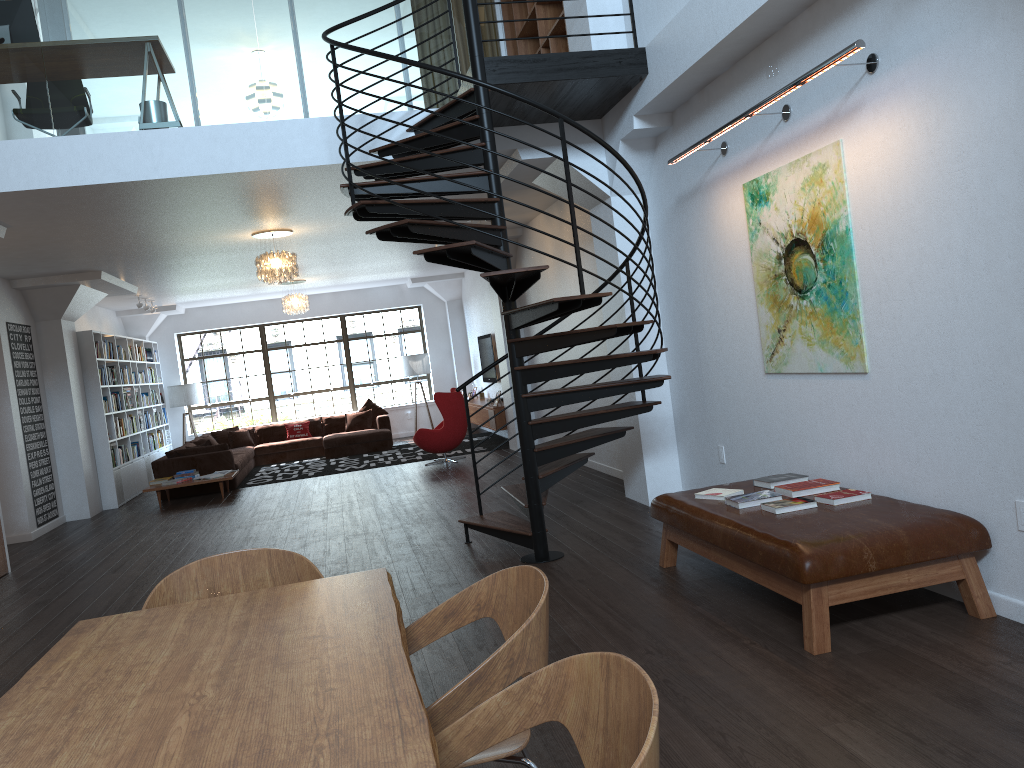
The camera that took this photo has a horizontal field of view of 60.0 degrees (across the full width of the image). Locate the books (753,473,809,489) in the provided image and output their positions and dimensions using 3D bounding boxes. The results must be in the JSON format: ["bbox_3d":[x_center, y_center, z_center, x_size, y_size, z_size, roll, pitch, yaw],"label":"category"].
[{"bbox_3d":[1.546,0.557,5.095,0.254,0.044,0.183,-8,2,-17],"label":"books"}]

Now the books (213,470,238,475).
[{"bbox_3d":[-3.908,1.193,12.024,0.256,0.035,0.350,-7,2,14],"label":"books"}]

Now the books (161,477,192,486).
[{"bbox_3d":[-4.382,1.272,11.587,0.236,0.035,0.340,-7,2,14],"label":"books"}]

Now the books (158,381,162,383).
[{"bbox_3d":[-6.503,-0.022,16.024,0.284,0.035,0.197,-7,2,19],"label":"books"}]

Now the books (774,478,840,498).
[{"bbox_3d":[1.591,0.561,4.778,0.283,0.043,0.197,-8,2,-12],"label":"books"}]

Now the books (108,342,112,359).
[{"bbox_3d":[-5.860,-0.465,12.745,0.182,0.253,0.098,-8,2,-11],"label":"books"}]

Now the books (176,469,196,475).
[{"bbox_3d":[-4.403,1.190,11.994,0.224,0.027,0.157,-8,2,-6],"label":"books"}]

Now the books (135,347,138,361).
[{"bbox_3d":[-6.241,-0.481,14.543,0.171,0.246,0.057,-8,2,-11],"label":"books"}]

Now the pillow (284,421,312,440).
[{"bbox_3d":[-3.867,0.847,16.041,0.465,0.308,0.220,-8,2,-15],"label":"pillow"}]

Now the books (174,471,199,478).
[{"bbox_3d":[-4.404,1.222,11.996,0.279,0.035,0.191,-7,2,-1],"label":"books"}]

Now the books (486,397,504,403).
[{"bbox_3d":[-0.255,0.265,14.384,0.250,0.053,0.400,-8,2,-11],"label":"books"}]

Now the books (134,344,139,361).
[{"bbox_3d":[-6.263,-0.504,14.623,0.176,0.290,0.053,-8,2,-11],"label":"books"}]

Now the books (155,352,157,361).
[{"bbox_3d":[-6.547,-0.473,16.157,0.139,0.191,0.036,-8,2,-11],"label":"books"}]

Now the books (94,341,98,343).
[{"bbox_3d":[-5.753,-0.458,12.161,0.159,0.248,0.089,-8,2,-11],"label":"books"}]

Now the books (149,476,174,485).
[{"bbox_3d":[-4.691,1.296,11.874,0.241,0.045,0.334,-8,2,-10],"label":"books"}]

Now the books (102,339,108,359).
[{"bbox_3d":[-5.842,-0.482,12.579,0.176,0.293,0.125,-8,2,-11],"label":"books"}]

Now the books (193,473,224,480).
[{"bbox_3d":[-3.990,1.216,11.656,0.342,0.040,0.231,-6,2,29],"label":"books"}]

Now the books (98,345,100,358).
[{"bbox_3d":[-5.737,-0.446,12.133,0.161,0.222,0.084,-8,2,-11],"label":"books"}]

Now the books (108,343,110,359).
[{"bbox_3d":[-5.856,-0.463,12.712,0.159,0.248,0.089,-8,2,-11],"label":"books"}]

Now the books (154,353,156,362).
[{"bbox_3d":[-6.522,-0.466,16.044,0.128,0.178,0.021,-8,2,-11],"label":"books"}]

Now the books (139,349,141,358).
[{"bbox_3d":[-6.293,-0.476,14.794,0.168,0.231,0.037,-8,2,-11],"label":"books"}]

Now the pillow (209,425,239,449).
[{"bbox_3d":[-5.029,0.975,15.760,0.580,0.418,0.334,-9,3,-38],"label":"pillow"}]

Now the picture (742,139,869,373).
[{"bbox_3d":[1.643,-0.658,5.074,0.010,1.200,1.095,-8,2,-11],"label":"picture"}]

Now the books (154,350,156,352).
[{"bbox_3d":[-6.563,-0.493,16.195,0.140,0.231,0.042,-8,2,-11],"label":"books"}]

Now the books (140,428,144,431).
[{"bbox_3d":[-6.020,0.743,14.156,0.246,0.038,0.171,-8,2,-11],"label":"books"}]

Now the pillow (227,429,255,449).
[{"bbox_3d":[-4.822,0.969,15.703,0.489,0.337,0.238,-9,3,-42],"label":"pillow"}]

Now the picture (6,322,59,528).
[{"bbox_3d":[-5.671,0.467,10.521,0.021,2.380,0.800,-8,2,-11],"label":"picture"}]

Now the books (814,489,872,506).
[{"bbox_3d":[1.660,0.568,4.454,0.224,0.036,0.161,-8,2,-17],"label":"books"}]

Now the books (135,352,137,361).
[{"bbox_3d":[-6.208,-0.463,14.458,0.144,0.207,0.048,-8,2,-11],"label":"books"}]

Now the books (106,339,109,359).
[{"bbox_3d":[-5.858,-0.481,12.639,0.197,0.290,0.136,-8,2,-11],"label":"books"}]

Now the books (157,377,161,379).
[{"bbox_3d":[-6.508,-0.089,16.017,0.254,0.032,0.174,-7,2,24],"label":"books"}]

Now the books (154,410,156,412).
[{"bbox_3d":[-6.256,0.482,15.249,0.223,0.031,0.161,-8,2,-11],"label":"books"}]

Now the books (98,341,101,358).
[{"bbox_3d":[-5.760,-0.460,12.203,0.170,0.251,0.118,-8,2,-11],"label":"books"}]

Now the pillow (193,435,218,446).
[{"bbox_3d":[-4.823,1.024,14.150,0.325,0.391,0.625,-7,2,5],"label":"pillow"}]

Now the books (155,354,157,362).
[{"bbox_3d":[-6.542,-0.475,16.117,0.136,0.196,0.045,-8,2,-11],"label":"books"}]

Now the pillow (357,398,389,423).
[{"bbox_3d":[-2.639,0.558,16.334,0.651,0.587,0.335,-9,3,-32],"label":"pillow"}]

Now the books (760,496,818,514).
[{"bbox_3d":[1.381,0.605,4.424,0.224,0.032,0.161,-8,2,-11],"label":"books"}]

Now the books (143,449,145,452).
[{"bbox_3d":[-6.005,1.080,14.132,0.284,0.033,0.197,-8,2,-26],"label":"books"}]

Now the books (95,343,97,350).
[{"bbox_3d":[-5.701,-0.439,11.947,0.182,0.215,0.188,-8,2,-11],"label":"books"}]

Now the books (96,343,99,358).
[{"bbox_3d":[-5.732,-0.443,12.099,0.161,0.218,0.101,-8,2,-11],"label":"books"}]

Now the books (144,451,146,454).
[{"bbox_3d":[-6.001,1.114,14.133,0.284,0.035,0.197,-8,2,-11],"label":"books"}]

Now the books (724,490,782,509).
[{"bbox_3d":[1.272,0.608,4.672,0.247,0.040,0.185,-8,2,-8],"label":"books"}]

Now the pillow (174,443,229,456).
[{"bbox_3d":[-4.341,1.042,12.519,0.750,0.364,0.289,-8,2,-12],"label":"pillow"}]

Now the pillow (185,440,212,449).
[{"bbox_3d":[-4.436,1.003,12.771,0.559,0.411,0.269,-6,3,35],"label":"pillow"}]

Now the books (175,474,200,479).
[{"bbox_3d":[-4.394,1.257,11.994,0.312,0.037,0.216,-8,2,-21],"label":"books"}]

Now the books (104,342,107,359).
[{"bbox_3d":[-5.815,-0.457,12.494,0.174,0.242,0.105,-8,2,-11],"label":"books"}]

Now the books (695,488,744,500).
[{"bbox_3d":[1.161,0.617,4.976,0.161,0.031,0.223,-9,3,-33],"label":"books"}]

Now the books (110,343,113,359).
[{"bbox_3d":[-5.881,-0.462,12.829,0.174,0.243,0.085,-8,2,-11],"label":"books"}]

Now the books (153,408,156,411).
[{"bbox_3d":[-6.262,0.453,15.256,0.224,0.030,0.161,-7,2,-1],"label":"books"}]

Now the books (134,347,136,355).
[{"bbox_3d":[-6.199,-0.508,14.412,0.140,0.298,0.044,-8,2,-11],"label":"books"}]

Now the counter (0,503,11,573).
[{"bbox_3d":[-3.405,1.271,4.345,3.039,0.860,8.182,-9,3,-41],"label":"counter"}]

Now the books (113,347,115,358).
[{"bbox_3d":[-5.924,-0.458,12.996,0.167,0.233,0.077,-8,2,-11],"label":"books"}]

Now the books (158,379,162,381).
[{"bbox_3d":[-6.507,-0.056,16.022,0.284,0.033,0.197,-7,2,4],"label":"books"}]

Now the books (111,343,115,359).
[{"bbox_3d":[-5.903,-0.468,12.929,0.182,0.255,0.077,-8,2,-11],"label":"books"}]

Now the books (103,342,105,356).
[{"bbox_3d":[-5.809,-0.460,12.442,0.170,0.251,0.118,-8,2,-11],"label":"books"}]

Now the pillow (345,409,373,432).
[{"bbox_3d":[-2.796,0.669,16.135,0.542,0.362,0.248,-7,2,10],"label":"pillow"}]
